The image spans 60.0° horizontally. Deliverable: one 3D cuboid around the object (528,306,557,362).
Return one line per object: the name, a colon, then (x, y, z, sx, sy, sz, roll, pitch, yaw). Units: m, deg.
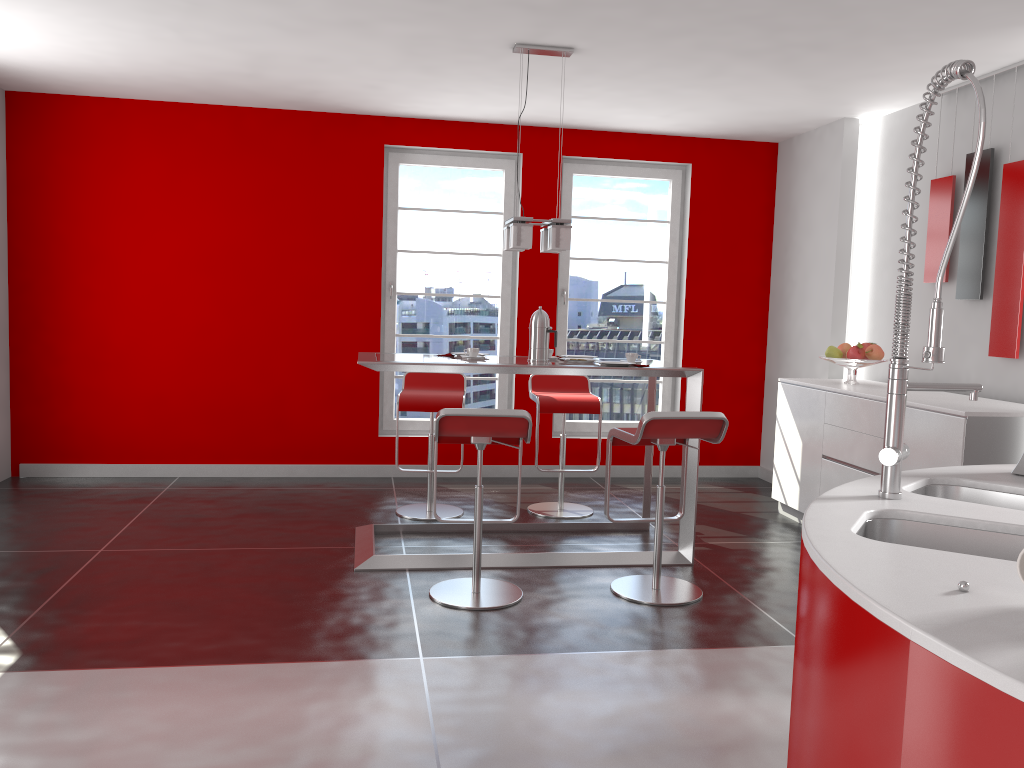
object: (0.161, -0.264, 4.651, 0.149, 0.287, 0.113, 2, 5, -2)

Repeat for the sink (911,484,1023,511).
sink: (1.145, 0.364, 2.059, 0.428, 0.172, 0.326, 6, 7, 41)

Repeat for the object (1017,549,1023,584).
object: (0.782, 0.255, 1.236, 0.100, 0.080, 0.109, -2, 6, -39)

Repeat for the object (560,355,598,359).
object: (0.376, -0.149, 4.981, 0.217, 0.015, 0.217, -1, 6, -34)

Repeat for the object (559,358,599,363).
object: (0.355, -0.124, 4.684, 0.217, 0.015, 0.217, 4, 6, 28)

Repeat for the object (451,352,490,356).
object: (-0.230, -0.160, 4.873, 0.217, 0.015, 0.217, 3, 5, 14)

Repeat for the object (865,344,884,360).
object: (2.181, -0.187, 5.315, 0.121, 0.101, 0.097, -1, 6, -31)

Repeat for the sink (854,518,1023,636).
sink: (0.862, 0.389, 1.664, 0.428, 0.172, 0.326, 5, 6, 29)

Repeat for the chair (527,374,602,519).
chair: (0.318, 0.377, 5.604, 0.418, 0.857, 0.460, 1, 5, -7)

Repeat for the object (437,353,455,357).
object: (-0.367, -0.161, 4.853, 0.095, 0.012, 0.234, 1, 5, -11)

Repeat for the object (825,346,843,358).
object: (1.961, -0.189, 5.395, 0.100, 0.086, 0.083, 6, 6, 40)

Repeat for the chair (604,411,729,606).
chair: (0.681, 0.526, 4.019, 0.418, 0.857, 0.460, 1, 5, -14)

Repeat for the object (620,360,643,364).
object: (0.630, -0.115, 4.688, 0.119, 0.016, 0.119, 3, 5, 10)

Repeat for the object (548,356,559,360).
object: (0.194, -0.141, 4.833, 0.119, 0.016, 0.119, 1, 5, -12)

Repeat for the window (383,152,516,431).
window: (-0.470, -0.662, 6.609, 0.938, 2.038, 0.117, 1, 5, -10)

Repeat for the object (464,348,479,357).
object: (-0.211, -0.164, 4.661, 0.078, 0.049, 0.062, 3, 5, 13)

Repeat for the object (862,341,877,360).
object: (2.172, -0.206, 5.442, 0.117, 0.129, 0.150, 6, 6, 38)

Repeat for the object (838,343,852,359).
object: (2.064, -0.202, 5.499, 0.096, 0.105, 0.117, 4, 5, 19)

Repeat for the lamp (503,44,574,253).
lamp: (0.143, -1.207, 4.586, 0.304, 1.025, 0.304, 1, 5, -10)

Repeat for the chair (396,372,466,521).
chair: (-0.494, 0.364, 5.447, 0.418, 0.857, 0.460, 2, 5, -2)

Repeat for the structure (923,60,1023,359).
structure: (2.523, -0.913, 4.829, 0.040, 1.503, 0.820, 1, 5, -10)

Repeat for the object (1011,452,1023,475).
object: (1.393, 0.153, 2.304, 0.091, 0.178, 0.137, -2, 6, -36)

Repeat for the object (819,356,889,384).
object: (2.073, -0.081, 5.401, 0.398, 0.159, 0.398, 6, 6, 40)

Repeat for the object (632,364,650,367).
object: (0.657, -0.096, 4.498, 0.095, 0.012, 0.234, 1, 5, -9)

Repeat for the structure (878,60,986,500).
structure: (0.910, -0.199, 1.903, 0.178, 0.920, 0.308, 5, 6, 34)

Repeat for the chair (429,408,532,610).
chair: (-0.144, 0.510, 3.885, 0.418, 0.857, 0.460, 1, 5, -5)

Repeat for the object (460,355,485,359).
object: (-0.204, -0.140, 4.661, 0.119, 0.016, 0.119, -1, 6, -29)

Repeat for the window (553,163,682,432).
window: (0.812, -0.639, 6.825, 0.938, 2.038, 0.117, 1, 5, -10)

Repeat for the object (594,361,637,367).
object: (0.521, -0.101, 4.481, 0.217, 0.015, 0.217, 4, 6, 27)

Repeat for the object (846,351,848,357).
object: (2.088, -0.172, 5.419, 0.086, 0.079, 0.084, 4, 5, 18)

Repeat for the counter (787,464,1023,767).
counter: (1.544, 0.742, 1.715, 1.868, 0.880, 2.865, 4, 5, 24)

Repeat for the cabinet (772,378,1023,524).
cabinet: (2.151, 0.485, 4.914, 0.610, 0.880, 1.802, 1, 5, -10)

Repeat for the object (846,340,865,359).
object: (2.050, -0.197, 5.303, 0.097, 0.133, 0.117, 0, 5, -20)

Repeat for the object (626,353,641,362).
object: (0.638, -0.138, 4.688, 0.078, 0.049, 0.062, 1, 5, -10)

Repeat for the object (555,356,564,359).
object: (0.239, -0.150, 4.961, 0.095, 0.012, 0.234, 1, 5, -11)

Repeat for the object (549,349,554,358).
object: (0.188, -0.166, 4.835, 0.078, 0.049, 0.062, 5, 6, 30)

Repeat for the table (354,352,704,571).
table: (0.036, 0.372, 4.715, 1.700, 1.000, 0.800, 1, 5, -10)
